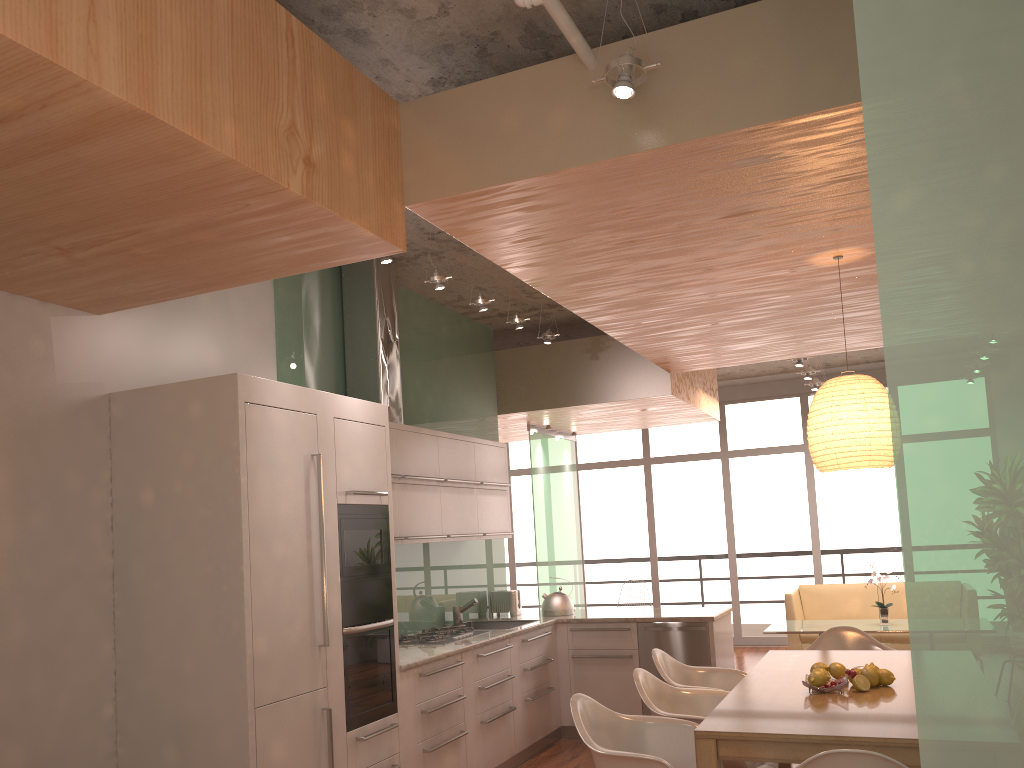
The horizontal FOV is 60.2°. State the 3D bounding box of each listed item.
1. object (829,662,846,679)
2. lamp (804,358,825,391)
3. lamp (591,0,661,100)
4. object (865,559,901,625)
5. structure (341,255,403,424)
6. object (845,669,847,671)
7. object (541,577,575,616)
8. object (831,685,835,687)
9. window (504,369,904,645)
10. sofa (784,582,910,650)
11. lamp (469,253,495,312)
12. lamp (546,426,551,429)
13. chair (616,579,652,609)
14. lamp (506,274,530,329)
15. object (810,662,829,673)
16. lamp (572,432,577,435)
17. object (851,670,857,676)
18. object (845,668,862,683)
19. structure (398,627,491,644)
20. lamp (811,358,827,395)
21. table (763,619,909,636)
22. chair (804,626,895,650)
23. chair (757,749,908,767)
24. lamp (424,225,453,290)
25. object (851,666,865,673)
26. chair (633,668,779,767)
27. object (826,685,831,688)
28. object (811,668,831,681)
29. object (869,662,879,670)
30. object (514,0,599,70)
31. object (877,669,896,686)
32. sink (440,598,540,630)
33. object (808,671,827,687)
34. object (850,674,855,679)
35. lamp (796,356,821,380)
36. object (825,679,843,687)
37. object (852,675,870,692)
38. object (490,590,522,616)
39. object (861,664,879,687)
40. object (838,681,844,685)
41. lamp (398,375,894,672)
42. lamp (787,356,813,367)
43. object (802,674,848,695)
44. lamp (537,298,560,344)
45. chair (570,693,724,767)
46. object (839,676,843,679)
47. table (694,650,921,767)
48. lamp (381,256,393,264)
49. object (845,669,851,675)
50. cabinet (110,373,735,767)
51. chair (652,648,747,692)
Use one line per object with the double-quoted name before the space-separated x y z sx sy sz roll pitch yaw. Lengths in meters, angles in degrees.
"object" 1.486 1.308 4.021 0.078 0.077 0.081 -3 -7 -2
"lamp" 3.222 -0.172 9.417 0.198 0.479 0.135 -2 -5 -9
"lamp" 0.353 -1.157 2.832 0.198 0.479 0.135 -2 -5 -9
"object" 3.363 1.889 8.011 0.299 0.584 0.372 -5 -6 18
"structure" -0.898 -0.275 5.675 0.257 1.124 0.263 -5 -5 23
"object" 1.474 1.262 3.869 0.025 0.026 0.026 -2 -7 -9
"object" 0.361 1.699 7.076 0.265 0.302 0.262 -9 -9 39
"object" 1.352 1.278 3.708 0.026 0.026 0.025 2 -9 -37
"window" 1.838 1.798 11.683 8.615 3.253 0.062 -7 -6 23
"sofa" 3.840 2.509 9.202 1.813 0.830 0.882 -7 -8 23
"lamp" -0.195 -0.682 5.456 0.153 0.466 0.104 -2 -5 -9
"lamp" 0.353 0.217 8.781 0.103 0.466 0.154 -3 -5 -4
"chair" 1.525 2.960 11.250 0.546 0.893 0.563 -6 -6 23
"lamp" 0.032 -0.604 5.975 0.153 0.466 0.104 -2 -5 -9
"object" 1.416 1.321 4.068 0.078 0.077 0.081 -4 -7 9
"lamp" 0.656 0.321 9.477 0.103 0.466 0.154 -3 -5 -4
"object" 1.474 1.249 3.808 0.024 0.026 0.026 -4 -7 4
"object" 1.515 1.282 3.862 0.083 0.074 0.079 -1 -8 -13
"structure" -0.496 1.669 5.873 0.492 0.038 0.679 -7 -11 23
"lamp" 3.549 -0.060 10.166 0.198 0.479 0.135 -2 -5 -9
"table" 3.328 2.472 8.026 1.882 0.555 0.944 -7 -9 23
"chair" 2.056 1.913 5.266 0.685 0.854 0.648 -4 -6 8
"chair" 1.147 1.545 2.858 0.687 0.854 0.646 -5 -7 18
"lamp" -0.421 -0.759 4.936 0.153 0.466 0.104 -2 -5 -9
"object" 1.506 1.243 3.847 0.070 0.021 0.065 0 -10 -16
"chair" 0.924 1.786 4.179 0.646 0.854 0.688 -5 -7 18
"object" 1.341 1.282 3.729 0.026 0.025 0.026 3 -10 -42
"object" 1.370 1.298 3.920 0.081 0.071 0.083 -5 -8 12
"object" 1.584 1.272 3.873 0.073 0.099 0.073 1 -7 -32
"object" -0.658 -1.434 1.005 0.135 0.110 4.503 -6 -10 23
"object" 1.607 1.267 3.813 0.081 0.071 0.083 -5 -8 12
"sink" -0.178 1.776 6.539 0.620 0.379 0.645 -7 -9 23
"object" 1.299 1.256 3.753 0.082 0.071 0.081 -3 -7 0
"object" 1.476 1.263 3.820 0.024 0.026 0.026 -4 -7 4
"lamp" 2.896 -0.284 8.668 0.198 0.479 0.135 -2 -5 -9
"object" 1.376 1.278 3.758 0.093 0.043 0.077 0 -9 -21
"object" 1.466 1.259 3.717 0.074 0.068 0.064 1 -8 -29
"object" -0.044 1.802 7.260 0.238 0.200 0.154 -6 -7 23
"object" 1.538 1.253 3.794 0.074 0.093 0.075 -7 -8 31
"object" 1.389 1.263 3.720 0.026 0.026 0.023 -8 -9 36
"lamp" 0.798 0.952 5.726 3.237 1.335 3.082 -7 -10 23
"lamp" 2.570 -0.396 7.919 0.198 0.479 0.135 -2 -5 -9
"object" 1.331 1.276 3.744 0.175 0.060 0.175 -7 -10 23
"lamp" 0.258 -0.526 6.494 0.153 0.466 0.104 -2 -5 -9
"chair" 0.581 1.694 3.577 0.646 0.841 0.688 -5 -7 18
"object" 1.474 1.320 3.947 0.026 0.026 0.024 -6 -8 23
"table" 1.556 1.723 3.875 1.032 0.802 2.083 -6 -10 23
"lamp" -0.646 -0.837 4.420 0.153 0.466 0.104 -2 -5 -9
"object" 1.464 1.255 3.843 0.024 0.026 0.026 2 -9 -34
"cabinet" -0.014 1.339 5.410 1.926 2.254 4.264 -6 -9 23
"chair" 1.122 1.894 4.862 0.646 0.854 0.688 -5 -7 18
